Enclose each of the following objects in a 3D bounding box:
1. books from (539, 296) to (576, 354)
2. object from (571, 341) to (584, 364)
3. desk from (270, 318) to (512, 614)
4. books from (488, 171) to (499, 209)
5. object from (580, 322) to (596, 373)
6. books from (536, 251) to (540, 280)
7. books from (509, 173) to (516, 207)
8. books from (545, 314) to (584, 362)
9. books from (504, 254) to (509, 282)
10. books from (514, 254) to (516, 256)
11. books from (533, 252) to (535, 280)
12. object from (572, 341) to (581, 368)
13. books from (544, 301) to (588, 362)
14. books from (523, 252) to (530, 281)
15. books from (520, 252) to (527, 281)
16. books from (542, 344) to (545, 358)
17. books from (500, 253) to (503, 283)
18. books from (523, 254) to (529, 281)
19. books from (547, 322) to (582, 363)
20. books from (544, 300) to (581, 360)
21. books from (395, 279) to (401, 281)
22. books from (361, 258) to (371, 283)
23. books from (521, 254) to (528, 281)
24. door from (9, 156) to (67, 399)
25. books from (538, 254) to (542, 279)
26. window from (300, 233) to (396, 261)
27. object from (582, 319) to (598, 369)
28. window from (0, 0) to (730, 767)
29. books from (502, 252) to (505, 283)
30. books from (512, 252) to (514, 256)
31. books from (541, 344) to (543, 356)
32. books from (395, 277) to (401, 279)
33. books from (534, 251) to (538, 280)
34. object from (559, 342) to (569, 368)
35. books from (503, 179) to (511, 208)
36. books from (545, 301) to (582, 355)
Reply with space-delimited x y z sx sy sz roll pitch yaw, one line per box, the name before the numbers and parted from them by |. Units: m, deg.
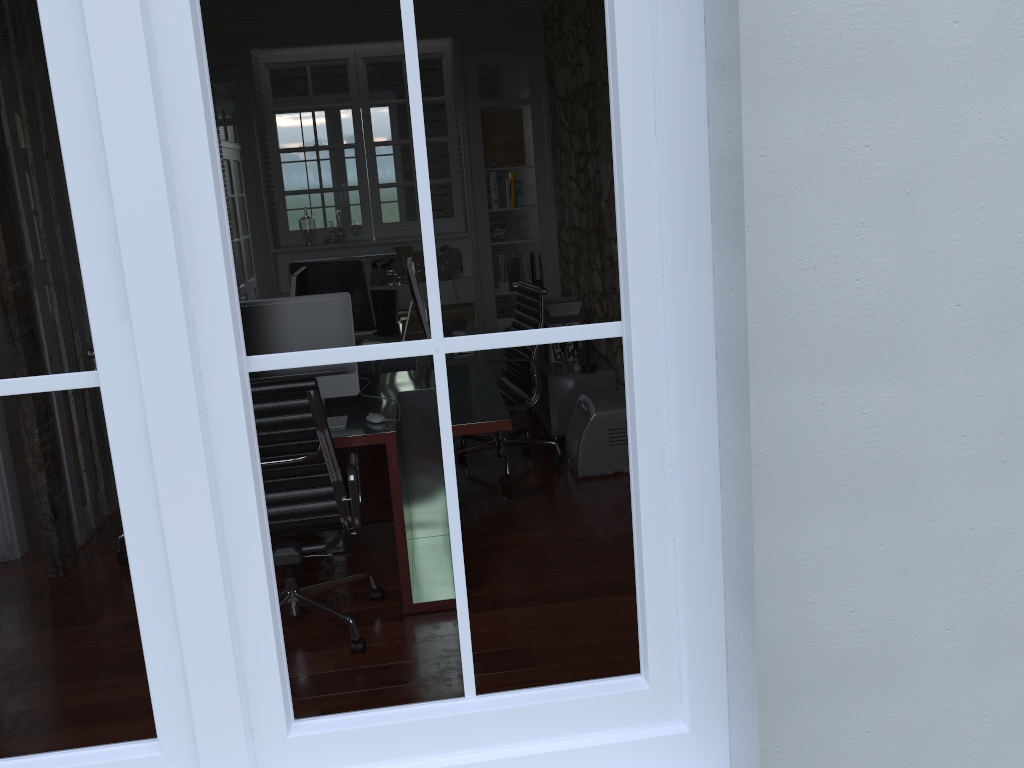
books | 0.299 -0.385 5.801 0.259 0.347 0.065 -6 11 -6
object | 0.399 -0.216 5.435 0.048 0.174 0.088 -11 13 -31
desk | -0.759 0.267 4.544 1.301 0.720 2.534 -6 13 -5
books | -0.145 -1.527 6.976 0.042 0.284 0.218 -5 12 -5
object | 0.436 -0.215 5.176 0.095 0.286 0.096 -6 11 -10
books | 0.206 -0.918 7.076 0.013 0.285 0.196 -5 11 -1
books | 0.000 -1.527 6.965 0.055 0.265 0.194 -5 12 -5
books | 0.324 -0.286 5.524 0.222 0.280 0.061 -6 11 -6
books | -0.040 -0.893 7.058 0.022 0.285 0.196 -4 11 3
books | 0.034 -0.894 7.045 0.030 0.280 0.182 -4 11 0
books | 0.175 -0.908 7.074 0.024 0.274 0.196 -5 11 -1
object | 0.385 -0.191 5.333 0.048 0.174 0.089 -3 11 5
books | 0.334 -0.330 5.552 0.272 0.351 0.063 -6 11 -6
books | 0.125 -0.899 7.052 0.045 0.284 0.196 -4 11 1
books | 0.094 -0.909 7.057 0.045 0.279 0.182 -4 11 1
books | 0.282 -0.303 5.653 0.182 0.259 0.057 -6 11 -6
books | -0.082 -0.893 7.060 0.037 0.285 0.196 -4 11 3
books | 0.115 -0.901 7.051 0.043 0.278 0.196 -4 11 1
books | 0.328 -0.257 5.494 0.197 0.237 0.059 -6 11 -6
books | 0.322 -0.342 5.604 0.258 0.351 0.050 -6 11 -6
books | -1.033 -0.845 7.185 0.182 0.011 0.247 -16 17 -39
books | -1.226 -0.897 7.076 0.151 0.191 0.143 -14 15 -39
books | 0.105 -0.904 7.052 0.045 0.284 0.196 -4 11 1
door | -4.094 -0.862 7.463 0.041 2.065 1.087 -5 11 -5
books | 0.220 -0.914 7.077 0.023 0.279 0.196 -5 11 -1
window | -2.036 -2.395 10.415 1.540 1.919 0.128 -6 11 -6
object | 0.456 -0.242 5.281 0.095 0.286 0.095 6 15 43
window | -0.494 -0.287 1.208 1.528 1.965 0.128 -6 11 -6
books | -0.068 -0.898 7.065 0.038 0.293 0.182 -4 11 3
books | 0.010 -0.896 7.047 0.039 0.285 0.196 -4 11 0
books | 0.315 -0.347 5.713 0.265 0.311 0.025 -6 11 -6
books | -1.033 -0.854 7.184 0.182 0.007 0.247 -16 17 -39
books | 0.193 -0.919 7.082 0.030 0.287 0.182 -5 11 -1
object | 0.309 -0.183 5.374 0.048 0.151 0.088 -6 11 -10
books | -0.038 -1.502 6.967 0.026 0.221 0.163 -5 12 -5
books | 0.329 -0.336 5.581 0.259 0.349 0.071 -6 11 -6
